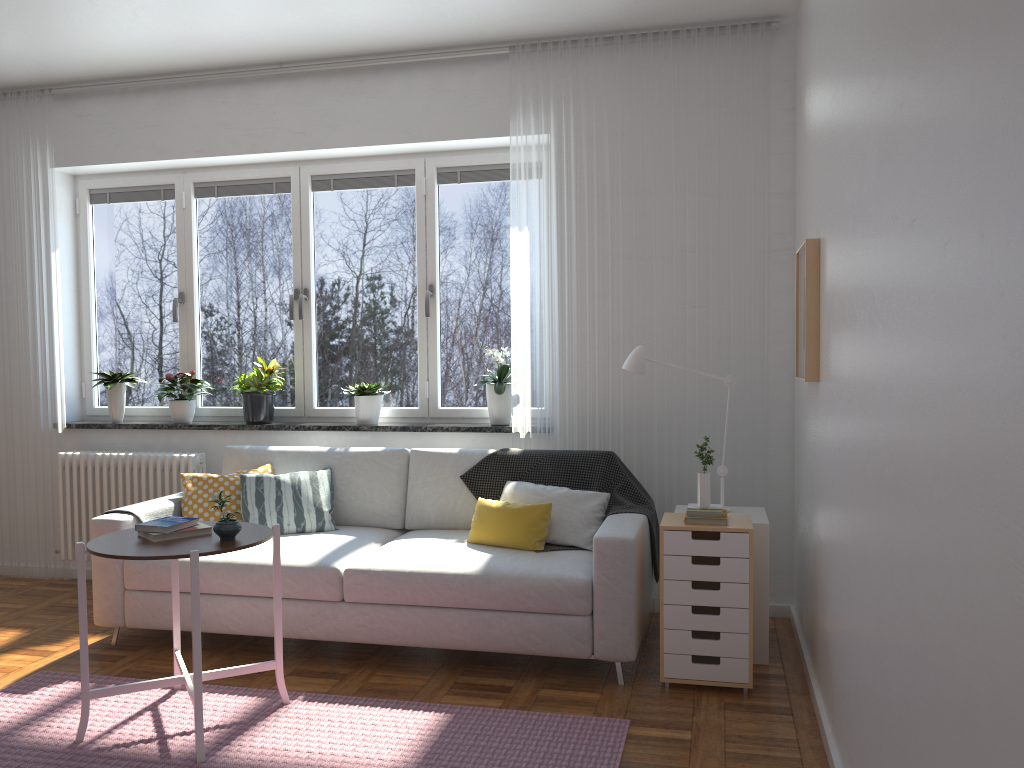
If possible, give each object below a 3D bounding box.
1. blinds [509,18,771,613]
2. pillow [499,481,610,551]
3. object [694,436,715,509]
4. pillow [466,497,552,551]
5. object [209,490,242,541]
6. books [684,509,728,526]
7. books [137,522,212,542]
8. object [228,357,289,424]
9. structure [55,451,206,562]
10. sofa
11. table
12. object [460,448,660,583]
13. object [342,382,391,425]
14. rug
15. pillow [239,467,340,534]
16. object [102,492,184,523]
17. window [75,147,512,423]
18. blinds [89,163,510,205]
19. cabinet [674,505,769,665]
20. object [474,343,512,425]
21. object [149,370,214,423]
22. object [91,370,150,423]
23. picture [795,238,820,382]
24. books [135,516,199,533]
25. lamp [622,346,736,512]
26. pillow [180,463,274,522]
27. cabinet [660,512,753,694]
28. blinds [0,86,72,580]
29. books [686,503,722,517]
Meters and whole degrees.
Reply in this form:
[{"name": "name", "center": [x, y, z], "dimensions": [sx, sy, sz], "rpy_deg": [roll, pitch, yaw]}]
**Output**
[{"name": "blinds", "center": [0.620, -0.290, 4.432], "dimensions": [1.292, 2.889, 0.055], "rpy_deg": [0, 3, 13]}, {"name": "pillow", "center": [0.166, 0.598, 4.070], "dimensions": [0.532, 0.260, 0.301], "rpy_deg": [0, 2, 27]}, {"name": "object", "center": [0.760, 0.347, 3.503], "dimensions": [0.081, 0.287, 0.085], "rpy_deg": [0, 3, 20]}, {"name": "pillow", "center": [-0.012, 0.619, 3.958], "dimensions": [0.401, 0.194, 0.210], "rpy_deg": [1, 2, 31]}, {"name": "object", "center": [-0.998, 0.454, 3.087], "dimensions": [0.109, 0.175, 0.096], "rpy_deg": [-1, 2, -8]}, {"name": "books", "center": [0.772, 0.528, 3.525], "dimensions": [0.164, 0.028, 0.210], "rpy_deg": [0, 2, 13]}, {"name": "books", "center": [-1.211, 0.527, 3.187], "dimensions": [0.209, 0.026, 0.162], "rpy_deg": [-2, 2, -42]}, {"name": "object", "center": [-1.474, 0.035, 5.084], "dimensions": [0.333, 0.385, 0.299], "rpy_deg": [1, 3, 29]}, {"name": "structure", "center": [-2.155, 0.701, 5.090], "dimensions": [0.972, 0.624, 0.224], "rpy_deg": [0, 3, 13]}, {"name": "sofa", "center": [-0.601, 0.759, 4.178], "dimensions": [2.462, 0.843, 1.003], "rpy_deg": [0, 2, 13]}, {"name": "table", "center": [-1.162, 0.871, 3.154], "dimensions": [0.617, 0.688, 0.617], "rpy_deg": [0, 2, 12]}, {"name": "object", "center": [0.300, 0.646, 4.197], "dimensions": [0.978, 0.648, 0.676], "rpy_deg": [-1, 2, -17]}, {"name": "object", "center": [-0.813, 0.106, 4.951], "dimensions": [0.267, 0.237, 0.283], "rpy_deg": [-1, 2, -5]}, {"name": "rug", "center": [-1.046, 1.235, 2.281], "dimensions": [2.457, 0.008, 2.364], "rpy_deg": [0, 2, 13]}, {"name": "pillow", "center": [-1.094, 0.574, 4.356], "dimensions": [0.469, 0.289, 0.309], "rpy_deg": [-1, 2, -16]}, {"name": "object", "center": [-1.734, 0.831, 4.353], "dimensions": [0.288, 0.534, 0.608], "rpy_deg": [0, 2, 13]}, {"name": "window", "center": [-1.221, -0.533, 5.140], "dimensions": [3.020, 1.511, 0.151], "rpy_deg": [0, 3, 13]}, {"name": "blinds", "center": [-1.219, -1.155, 5.145], "dimensions": [2.845, 0.098, 0.015], "rpy_deg": [0, 3, 13]}, {"name": "cabinet", "center": [0.923, 0.872, 3.935], "dimensions": [0.400, 0.600, 0.400], "rpy_deg": [0, 2, 13]}, {"name": "object", "center": [-0.070, -0.002, 4.826], "dimensions": [0.286, 0.444, 0.340], "rpy_deg": [-1, 2, 2]}, {"name": "object", "center": [-1.938, 0.073, 5.223], "dimensions": [0.380, 0.309, 0.370], "rpy_deg": [-1, 2, -12]}, {"name": "object", "center": [-2.338, 0.073, 5.262], "dimensions": [0.292, 0.316, 0.353], "rpy_deg": [0, 2, 4]}, {"name": "picture", "center": [1.150, -0.276, 3.458], "dimensions": [0.050, 0.524, 0.430], "rpy_deg": [0, 2, 13]}, {"name": "books", "center": [-1.232, 0.503, 3.174], "dimensions": [0.136, 0.024, 0.174], "rpy_deg": [0, 2, 18]}, {"name": "lamp", "center": [-1.236, 0.534, 3.432], "dimensions": [4.591, 1.347, 0.332], "rpy_deg": [-1, 3, -17]}, {"name": "pillow", "center": [-1.416, 0.576, 4.448], "dimensions": [0.464, 0.318, 0.312], "rpy_deg": [-1, 2, -19]}, {"name": "cabinet", "center": [0.777, 0.863, 3.542], "dimensions": [0.349, 0.643, 0.301], "rpy_deg": [0, 3, 13]}, {"name": "blinds", "center": [-3.146, -0.278, 5.319], "dimensions": [1.037, 2.889, 0.055], "rpy_deg": [0, 3, 13]}, {"name": "books", "center": [0.766, 0.502, 3.524], "dimensions": [0.136, 0.024, 0.175], "rpy_deg": [0, 2, 13]}]
